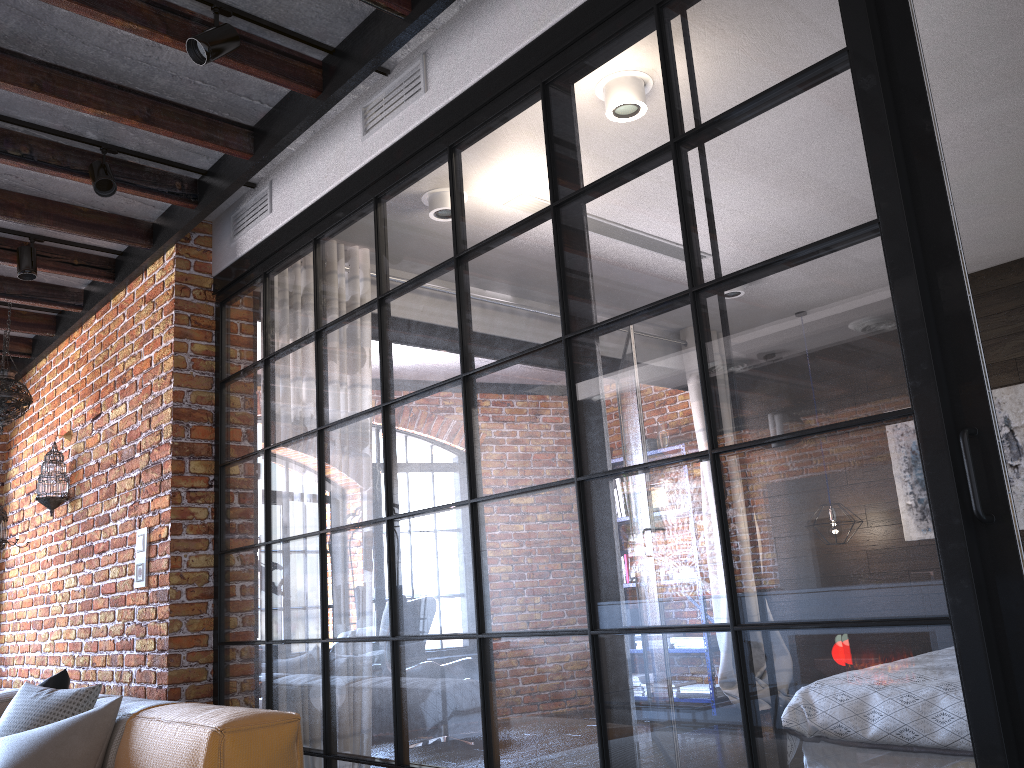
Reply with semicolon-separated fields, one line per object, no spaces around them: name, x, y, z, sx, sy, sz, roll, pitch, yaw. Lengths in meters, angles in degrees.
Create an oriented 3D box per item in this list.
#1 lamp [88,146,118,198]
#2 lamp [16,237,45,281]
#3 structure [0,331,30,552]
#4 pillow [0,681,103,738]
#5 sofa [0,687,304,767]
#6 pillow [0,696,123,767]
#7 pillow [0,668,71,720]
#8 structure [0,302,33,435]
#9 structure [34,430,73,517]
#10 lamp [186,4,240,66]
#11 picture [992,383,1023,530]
lamp;-1.564;-0.808;3.401;0.094;0.210;0.151;7;-18;-39
lamp;-2.258;-0.585;4.139;0.113;0.194;0.085;-9;-14;18
structure;-2.932;0.313;5.060;0.389;1.435;0.339;8;-18;-41
pillow;-1.751;1.276;3.232;0.496;0.354;0.293;-13;-16;32
sofa;-2.009;1.307;2.309;2.537;0.696;3.304;8;-18;-41
pillow;-1.556;1.214;2.916;0.485;0.313;0.359;-4;-14;0
pillow;-1.936;1.343;3.514;0.510;0.400;0.263;-16;-18;40
structure;-2.737;-0.109;4.797;0.265;0.778;0.274;-3;-13;-3
structure;-2.501;0.482;4.838;0.169;0.482;0.169;8;-18;-41
lamp;-0.894;-1.040;2.656;0.159;0.207;0.082;8;-18;-41
picture;2.855;0.509;5.580;0.008;0.862;0.924;8;-18;-41
